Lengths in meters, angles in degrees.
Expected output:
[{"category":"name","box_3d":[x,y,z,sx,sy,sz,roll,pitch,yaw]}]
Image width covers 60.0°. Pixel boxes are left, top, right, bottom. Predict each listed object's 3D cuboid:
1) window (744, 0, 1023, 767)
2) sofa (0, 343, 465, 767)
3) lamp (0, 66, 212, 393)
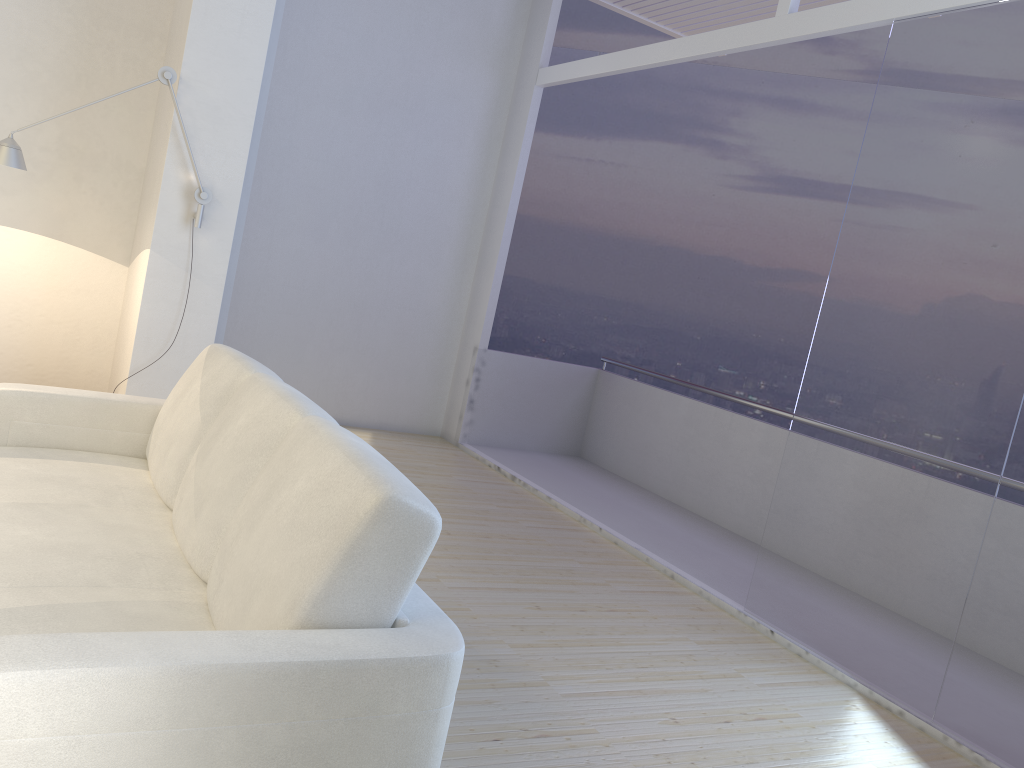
[{"category":"window","box_3d":[2.078,0.032,2.709,0.012,2.706,2.988,9,7,-30]},{"category":"sofa","box_3d":[-0.982,0.385,2.404,0.941,0.862,2.166,9,7,-30]},{"category":"lamp","box_3d":[-1.866,-0.520,3.908,0.891,1.841,0.204,8,7,-34]}]
